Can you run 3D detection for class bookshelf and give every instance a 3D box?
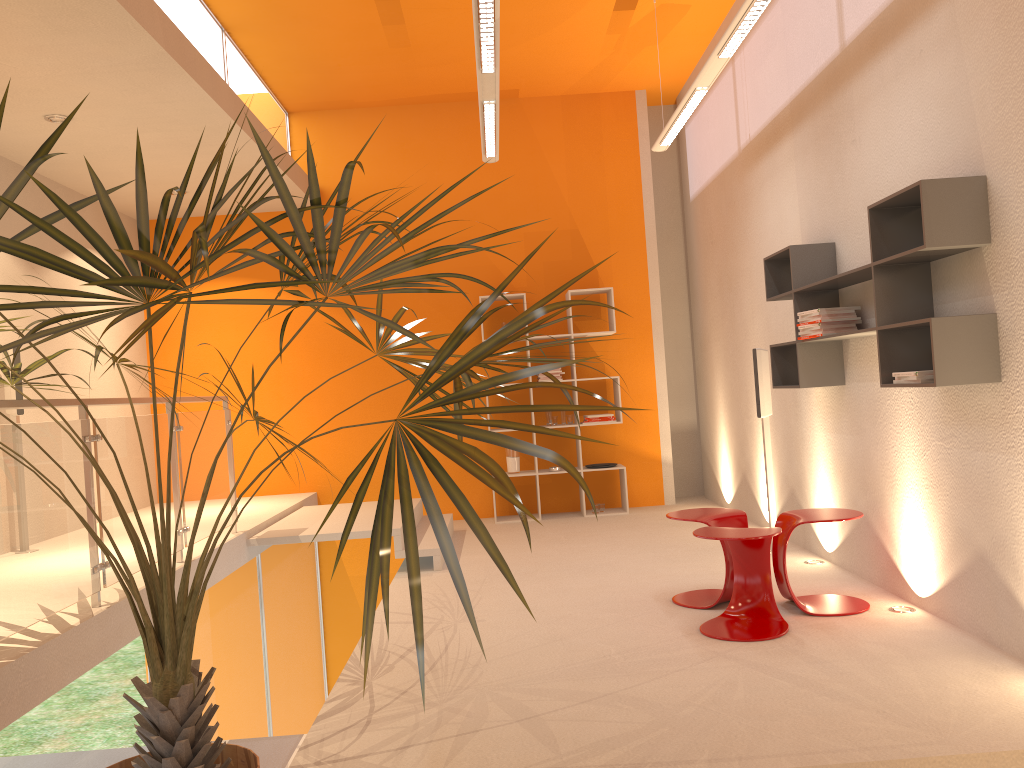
[{"bbox_3d":[1.724,0.290,3.680,0.322,2.145,3.370,-4,0,1],"label":"bookshelf"},{"bbox_3d":[1.301,1.419,7.055,1.107,4.600,3.516,-4,-1,-43],"label":"bookshelf"}]

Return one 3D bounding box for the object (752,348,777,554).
[{"bbox_3d":[1.629,0.426,5.706,0.116,1.317,0.111,-4,0,-4],"label":"object"}]

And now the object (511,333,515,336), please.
[{"bbox_3d":[-0.764,2.186,4.632,0.351,5.384,6.779,-4,0,19],"label":"object"}]

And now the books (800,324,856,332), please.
[{"bbox_3d":[1.654,-0.294,4.656,0.190,0.015,0.254,-4,0,-4],"label":"books"}]

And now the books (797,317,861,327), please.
[{"bbox_3d":[1.656,-0.325,4.650,0.210,0.013,0.297,-4,0,-6],"label":"books"}]

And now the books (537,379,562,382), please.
[{"bbox_3d":[0.336,-0.031,7.935,0.210,0.013,0.296,-4,0,-1],"label":"books"}]

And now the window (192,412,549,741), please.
[{"bbox_3d":[-0.993,2.608,6.408,0.993,4.599,4.234,-4,0,31],"label":"window"}]

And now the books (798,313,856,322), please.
[{"bbox_3d":[1.652,-0.350,4.664,0.190,0.015,0.254,-4,0,-10],"label":"books"}]

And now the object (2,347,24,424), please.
[{"bbox_3d":[-3.126,0.408,5.627,0.116,1.317,0.111,-4,0,6],"label":"object"}]

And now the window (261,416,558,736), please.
[{"bbox_3d":[-0.559,2.620,7.197,2.294,4.526,1.860,-4,0,-1],"label":"window"}]

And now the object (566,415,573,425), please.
[{"bbox_3d":[1.501,1.935,4.191,0.190,3.502,7.694,-4,0,-12],"label":"object"}]

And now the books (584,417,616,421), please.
[{"bbox_3d":[0.781,0.312,7.895,0.254,0.015,0.190,-4,0,-5],"label":"books"}]

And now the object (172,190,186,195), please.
[{"bbox_3d":[-2.722,-1.572,7.198,0.143,0.059,0.143,-4,0,-29],"label":"object"}]

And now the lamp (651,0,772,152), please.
[{"bbox_3d":[1.063,-2.214,4.850,0.120,1.052,3.195,-4,0,-1],"label":"lamp"}]

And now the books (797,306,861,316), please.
[{"bbox_3d":[1.661,-0.382,4.654,0.230,0.017,0.227,-4,0,-11],"label":"books"}]

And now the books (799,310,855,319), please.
[{"bbox_3d":[1.649,-0.365,4.656,0.190,0.015,0.254,-4,0,-4],"label":"books"}]

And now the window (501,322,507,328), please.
[{"bbox_3d":[-0.961,2.185,3.650,0.481,5.399,8.922,-4,0,11],"label":"window"}]

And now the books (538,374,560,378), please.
[{"bbox_3d":[0.330,-0.071,7.941,0.190,0.015,0.254,-4,0,1],"label":"books"}]

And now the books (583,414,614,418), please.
[{"bbox_3d":[0.767,0.282,7.885,0.227,0.017,0.230,-4,0,-6],"label":"books"}]

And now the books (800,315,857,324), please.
[{"bbox_3d":[1.655,-0.337,4.654,0.190,0.011,0.268,-4,0,-4],"label":"books"}]

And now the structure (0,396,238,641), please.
[{"bbox_3d":[-1.826,0.487,0.319,0.195,0.900,11.050,-4,0,-1],"label":"structure"}]

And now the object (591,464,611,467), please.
[{"bbox_3d":[0.796,0.732,7.939,0.178,0.020,0.178,-4,0,16],"label":"object"}]

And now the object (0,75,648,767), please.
[{"bbox_3d":[-1.083,0.405,3.100,3.098,2.600,3.241,-4,0,7],"label":"object"}]

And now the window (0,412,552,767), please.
[{"bbox_3d":[-1.082,1.003,4.894,0.908,1.393,6.719,-4,0,19],"label":"window"}]

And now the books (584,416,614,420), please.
[{"bbox_3d":[0.772,0.298,7.898,0.254,0.015,0.190,-4,0,1],"label":"books"}]

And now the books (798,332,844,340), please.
[{"bbox_3d":[1.661,-0.254,4.650,0.210,0.013,0.297,-4,0,-6],"label":"books"}]

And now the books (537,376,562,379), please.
[{"bbox_3d":[0.334,-0.057,7.949,0.190,0.015,0.254,-4,0,-5],"label":"books"}]

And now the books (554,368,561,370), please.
[{"bbox_3d":[0.329,-0.128,7.950,0.190,0.015,0.254,-4,0,-5],"label":"books"}]

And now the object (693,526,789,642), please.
[{"bbox_3d":[1.044,0.889,4.040,0.391,0.450,0.420,-4,0,29],"label":"object"}]

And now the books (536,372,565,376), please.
[{"bbox_3d":[0.342,-0.088,7.938,0.230,0.017,0.227,-4,0,-6],"label":"books"}]

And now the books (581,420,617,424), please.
[{"bbox_3d":[0.768,0.338,7.894,0.296,0.013,0.210,-4,0,-1],"label":"books"}]

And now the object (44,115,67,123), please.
[{"bbox_3d":[-2.691,-1.588,5.249,0.143,0.059,0.143,-4,0,-29],"label":"object"}]

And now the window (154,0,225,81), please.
[{"bbox_3d":[-2.010,-2.171,5.309,0.006,0.660,1.869,-4,0,-1],"label":"window"}]

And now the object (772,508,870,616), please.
[{"bbox_3d":[1.503,0.859,4.324,0.420,0.450,0.391,-4,0,-1],"label":"object"}]

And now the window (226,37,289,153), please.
[{"bbox_3d":[-2.041,-2.155,7.213,0.006,0.660,1.860,-4,0,-1],"label":"window"}]

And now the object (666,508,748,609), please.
[{"bbox_3d":[1.024,0.894,4.590,0.391,0.450,0.420,-4,0,-31],"label":"object"}]

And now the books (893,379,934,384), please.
[{"bbox_3d":[1.710,-0.016,3.632,0.190,0.015,0.254,-4,0,0],"label":"books"}]

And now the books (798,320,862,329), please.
[{"bbox_3d":[1.666,-0.311,4.654,0.230,0.017,0.227,-4,0,-11],"label":"books"}]

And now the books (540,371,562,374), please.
[{"bbox_3d":[0.331,-0.103,7.936,0.210,0.013,0.296,-4,0,-1],"label":"books"}]

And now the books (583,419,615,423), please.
[{"bbox_3d":[0.772,0.326,7.894,0.268,0.011,0.190,-4,0,1],"label":"books"}]

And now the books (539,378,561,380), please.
[{"bbox_3d":[0.336,-0.044,7.939,0.190,0.011,0.268,-4,0,1],"label":"books"}]

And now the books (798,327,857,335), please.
[{"bbox_3d":[1.657,-0.279,4.664,0.190,0.015,0.254,-4,0,-10],"label":"books"}]

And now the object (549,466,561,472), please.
[{"bbox_3d":[0.382,0.755,7.873,0.105,0.035,0.106,-4,-1,43],"label":"object"}]

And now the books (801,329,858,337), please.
[{"bbox_3d":[1.660,-0.266,4.654,0.190,0.011,0.268,-4,0,-4],"label":"books"}]

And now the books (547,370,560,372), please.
[{"bbox_3d":[0.331,-0.115,7.940,0.190,0.011,0.268,-4,0,1],"label":"books"}]

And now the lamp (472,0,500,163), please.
[{"bbox_3d":[-0.163,-2.129,4.829,0.120,1.052,3.195,-4,0,-1],"label":"lamp"}]

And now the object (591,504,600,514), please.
[{"bbox_3d":[1.605,2.323,2.725,0.129,2.692,10.507,-4,0,-8],"label":"object"}]

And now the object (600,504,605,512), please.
[{"bbox_3d":[1.646,2.314,1.413,0.102,2.685,13.193,-4,0,-6],"label":"object"}]

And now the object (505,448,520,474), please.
[{"bbox_3d":[0.008,0.654,7.935,0.129,0.291,0.129,-4,0,27],"label":"object"}]

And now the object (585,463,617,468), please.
[{"bbox_3d":[0.799,0.734,7.936,0.294,0.020,0.294,-4,-1,38],"label":"object"}]

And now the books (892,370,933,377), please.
[{"bbox_3d":[1.717,-0.047,3.620,0.230,0.017,0.227,-4,0,-1],"label":"books"}]

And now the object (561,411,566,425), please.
[{"bbox_3d":[-0.834,2.600,4.467,0.870,4.604,7.392,-4,0,30],"label":"object"}]

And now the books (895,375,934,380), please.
[{"bbox_3d":[1.706,-0.031,3.624,0.190,0.015,0.254,-4,0,6],"label":"books"}]
